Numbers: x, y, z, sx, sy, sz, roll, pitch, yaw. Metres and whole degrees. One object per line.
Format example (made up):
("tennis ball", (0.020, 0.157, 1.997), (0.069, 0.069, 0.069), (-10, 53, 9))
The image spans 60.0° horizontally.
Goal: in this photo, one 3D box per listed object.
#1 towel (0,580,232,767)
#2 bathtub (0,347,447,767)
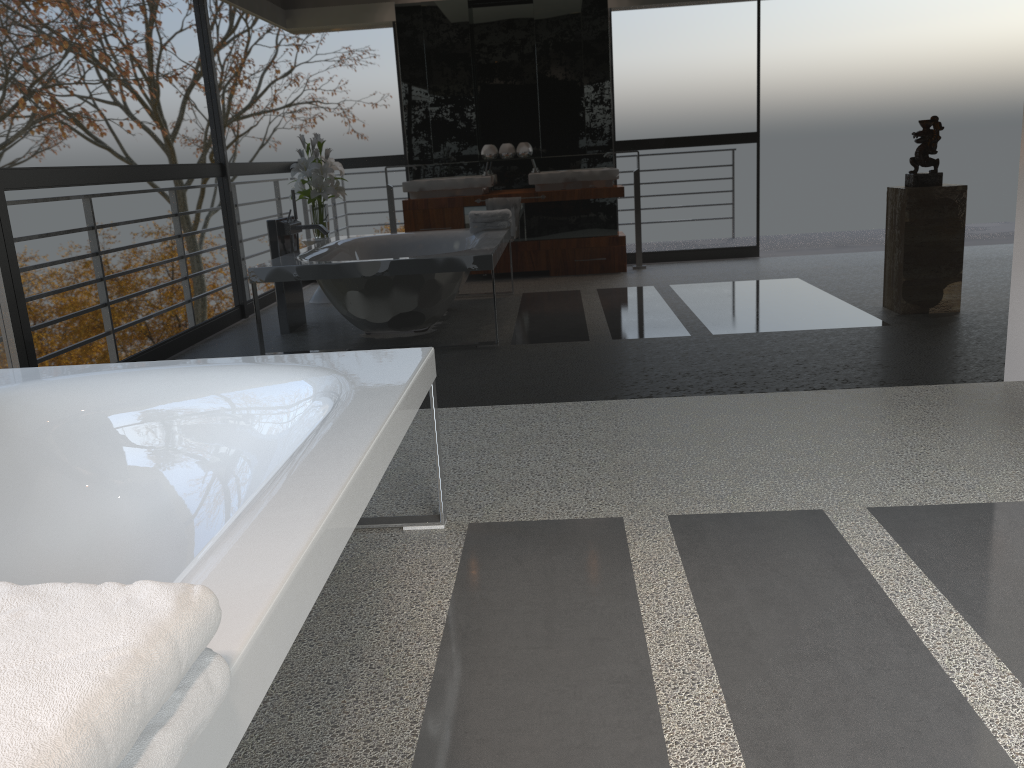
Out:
("towel", (-0.428, 0.289, 0.703), (0.305, 0.145, 0.322), (-2, 14, 6))
("bathtub", (-0.904, 0.416, 1.581), (1.327, 0.503, 1.963), (-3, 14, 3))
